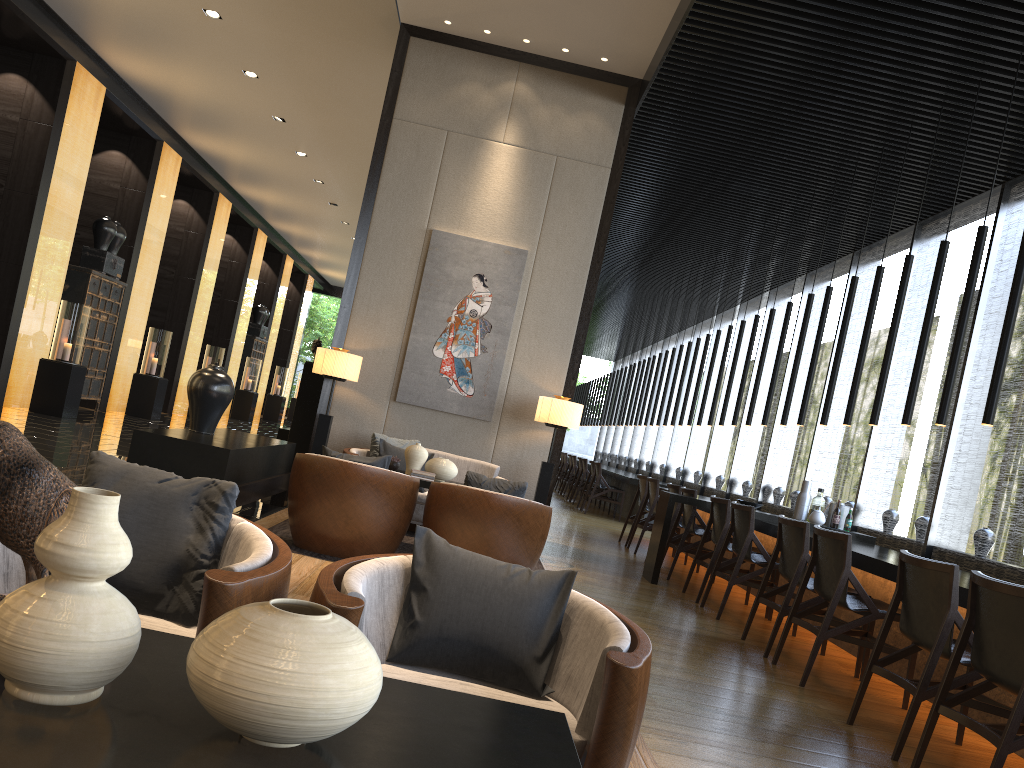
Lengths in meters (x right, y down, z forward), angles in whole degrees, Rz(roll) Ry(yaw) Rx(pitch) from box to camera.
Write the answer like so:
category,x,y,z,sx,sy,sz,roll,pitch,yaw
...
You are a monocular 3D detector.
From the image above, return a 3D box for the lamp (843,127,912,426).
category,x,y,z,sx,sy,sz,roll,pitch,yaw
lamp,2.862,-0.859,6.890,0.060,2.420,0.060,12,0,-7

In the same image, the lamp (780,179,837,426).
category,x,y,z,sx,sy,sz,roll,pitch,yaw
lamp,2.801,-0.791,8.308,0.060,2.420,0.060,12,0,-7

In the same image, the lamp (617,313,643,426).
category,x,y,z,sx,sy,sz,roll,pitch,yaw
lamp,2.394,-0.337,17.812,0.060,2.420,0.059,12,0,-37

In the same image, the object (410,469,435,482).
category,x,y,z,sx,sy,sz,roll,pitch,yaw
object,-0.628,0.643,6.241,0.174,0.051,0.138,13,-3,-6

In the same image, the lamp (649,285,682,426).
category,x,y,z,sx,sy,sz,roll,pitch,yaw
lamp,2.536,-0.495,14.500,0.060,2.420,0.059,12,0,-37

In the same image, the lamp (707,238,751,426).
category,x,y,z,sx,sy,sz,roll,pitch,yaw
lamp,2.690,-0.667,10.907,0.060,2.420,0.060,12,0,-7

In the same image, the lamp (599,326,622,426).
category,x,y,z,sx,sy,sz,roll,pitch,yaw
lamp,2.282,-0.211,20.434,0.060,2.420,0.059,12,0,-37

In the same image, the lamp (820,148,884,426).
category,x,y,z,sx,sy,sz,roll,pitch,yaw
lamp,2.842,-0.836,7.355,0.060,2.420,0.060,12,0,-7

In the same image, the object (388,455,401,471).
category,x,y,z,sx,sy,sz,roll,pitch,yaw
object,-0.861,0.574,6.459,0.092,0.112,0.090,13,-2,-40

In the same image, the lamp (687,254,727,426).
category,x,y,z,sx,sy,sz,roll,pitch,yaw
lamp,2.645,-0.617,11.945,0.060,2.420,0.060,12,0,-7

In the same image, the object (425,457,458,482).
category,x,y,z,sx,sy,sz,roll,pitch,yaw
object,-0.515,0.623,6.441,0.245,0.168,0.246,12,-2,1

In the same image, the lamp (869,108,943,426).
category,x,y,z,sx,sy,sz,roll,pitch,yaw
lamp,2.881,-0.880,6.434,0.060,2.420,0.060,12,0,-7

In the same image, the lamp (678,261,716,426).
category,x,y,z,sx,sy,sz,roll,pitch,yaw
lamp,2.623,-0.593,12.457,0.060,2.420,0.060,12,0,-7

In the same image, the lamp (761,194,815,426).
category,x,y,z,sx,sy,sz,roll,pitch,yaw
lamp,2.777,-0.765,8.858,0.060,2.420,0.060,12,0,-7

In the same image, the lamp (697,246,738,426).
category,x,y,z,sx,sy,sz,roll,pitch,yaw
lamp,2.667,-0.642,11.432,0.060,2.420,0.060,12,0,-7

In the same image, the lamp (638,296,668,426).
category,x,y,z,sx,sy,sz,roll,pitch,yaw
lamp,2.493,-0.446,15.514,0.060,2.420,0.059,12,0,-37

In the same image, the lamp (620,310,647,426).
category,x,y,z,sx,sy,sz,roll,pitch,yaw
lamp,2.412,-0.356,17.403,0.060,2.420,0.059,12,0,-37

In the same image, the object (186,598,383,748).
category,x,y,z,sx,sy,sz,roll,pitch,yaw
object,-0.287,0.366,1.129,0.247,0.168,0.244,14,-3,-44

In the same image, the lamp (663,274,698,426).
category,x,y,z,sx,sy,sz,roll,pitch,yaw
lamp,2.580,-0.544,13.474,0.060,2.420,0.060,12,0,-7

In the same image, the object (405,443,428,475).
category,x,y,z,sx,sy,sz,roll,pitch,yaw
object,-0.697,0.541,6.376,0.170,0.236,0.172,12,-1,33

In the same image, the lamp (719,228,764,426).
category,x,y,z,sx,sy,sz,roll,pitch,yaw
lamp,2.711,-0.691,10.399,0.060,2.420,0.060,12,0,-7

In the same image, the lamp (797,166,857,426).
category,x,y,z,sx,sy,sz,roll,pitch,yaw
lamp,2.819,-0.811,7.877,0.060,2.420,0.060,12,0,-7

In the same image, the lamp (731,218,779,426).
category,x,y,z,sx,sy,sz,roll,pitch,yaw
lamp,2.733,-0.715,9.887,0.060,2.420,0.060,12,0,-7

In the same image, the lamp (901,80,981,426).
category,x,y,z,sx,sy,sz,roll,pitch,yaw
lamp,2.902,-0.904,5.949,0.060,2.420,0.060,12,0,-7

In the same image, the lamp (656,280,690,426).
category,x,y,z,sx,sy,sz,roll,pitch,yaw
lamp,2.558,-0.519,13.988,0.060,2.420,0.060,12,0,-7

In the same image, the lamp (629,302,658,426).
category,x,y,z,sx,sy,sz,roll,pitch,yaw
lamp,2.454,-0.403,16.416,0.060,2.420,0.059,12,0,-37

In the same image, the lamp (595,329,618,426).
category,x,y,z,sx,sy,sz,roll,pitch,yaw
lamp,2.260,-0.186,20.958,0.060,2.420,0.059,12,0,-37

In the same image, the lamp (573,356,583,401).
category,x,y,z,sx,sy,sz,roll,pitch,yaw
lamp,1.977,0.129,27.564,0.060,2.420,0.060,12,0,3

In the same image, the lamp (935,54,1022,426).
category,x,y,z,sx,sy,sz,roll,pitch,yaw
lamp,2.921,-0.925,5.504,0.060,2.420,0.060,12,0,-7

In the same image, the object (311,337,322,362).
category,x,y,z,sx,sy,sz,roll,pitch,yaw
object,-1.756,-0.300,8.136,0.176,0.246,0.115,12,0,-2

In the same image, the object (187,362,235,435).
category,x,y,z,sx,sy,sz,roll,pitch,yaw
object,-2.089,0.092,6.107,0.310,0.492,0.313,12,-1,17

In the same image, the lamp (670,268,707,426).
category,x,y,z,sx,sy,sz,roll,pitch,yaw
lamp,2.602,-0.568,12.965,0.060,2.420,0.060,12,0,-7

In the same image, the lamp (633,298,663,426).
category,x,y,z,sx,sy,sz,roll,pitch,yaw
lamp,2.474,-0.425,15.960,0.060,2.420,0.059,12,0,-37

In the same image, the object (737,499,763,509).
category,x,y,z,sx,sy,sz,roll,pitch,yaw
object,2.013,1.035,7.511,0.227,0.067,0.228,12,-3,0

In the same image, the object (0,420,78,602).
category,x,y,z,sx,sy,sz,roll,pitch,yaw
object,-0.671,0.217,1.252,0.173,0.309,0.230,12,-1,44

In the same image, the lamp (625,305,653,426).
category,x,y,z,sx,sy,sz,roll,pitch,yaw
lamp,2.434,-0.381,16.881,0.060,2.420,0.059,12,0,-37

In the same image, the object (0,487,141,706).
category,x,y,z,sx,sy,sz,roll,pitch,yaw
object,-0.551,0.261,1.117,0.173,0.257,0.175,12,-1,18

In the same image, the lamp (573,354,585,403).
category,x,y,z,sx,sy,sz,roll,pitch,yaw
lamp,1.999,0.105,27.050,0.060,2.420,0.060,12,0,3

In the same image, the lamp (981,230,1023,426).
category,x,y,z,sx,sy,sz,roll,pitch,yaw
lamp,2.942,-0.949,5.003,0.060,2.420,0.060,12,0,3

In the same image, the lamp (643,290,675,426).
category,x,y,z,sx,sy,sz,roll,pitch,yaw
lamp,2.514,-0.471,15.007,0.060,2.420,0.059,12,0,-37

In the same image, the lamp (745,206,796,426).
category,x,y,z,sx,sy,sz,roll,pitch,yaw
lamp,2.755,-0.740,9.374,0.060,2.420,0.060,12,0,-7
